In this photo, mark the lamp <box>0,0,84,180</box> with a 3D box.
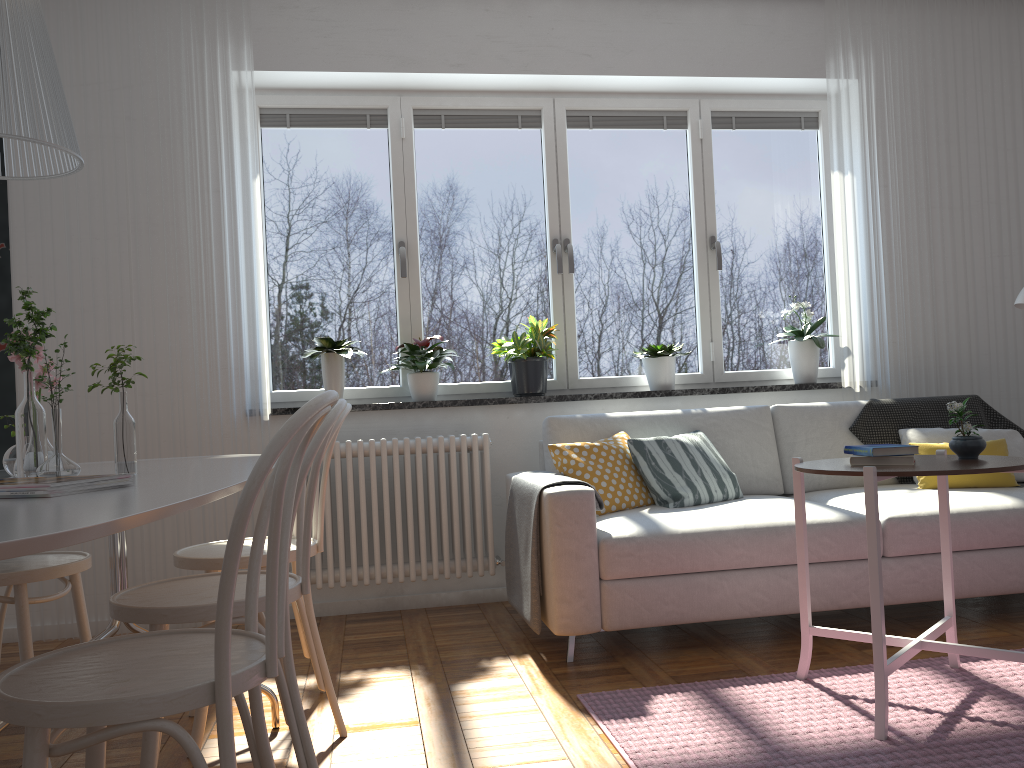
[{"bbox_3d":[-0.970,-1.152,1.607,0.293,1.496,0.293,-3,-1,36],"label":"lamp"}]

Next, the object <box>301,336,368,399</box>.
[{"bbox_3d":[-0.800,-0.060,4.034,0.292,0.315,0.354,-2,-1,-18],"label":"object"}]

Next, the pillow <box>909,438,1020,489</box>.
[{"bbox_3d":[1.875,0.332,3.690,0.401,0.194,0.211,-3,-1,8],"label":"pillow"}]

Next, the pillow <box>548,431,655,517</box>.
[{"bbox_3d":[0.390,0.359,3.606,0.464,0.317,0.313,-2,-2,-41],"label":"pillow"}]

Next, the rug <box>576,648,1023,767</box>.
[{"bbox_3d":[1.596,0.844,1.710,2.457,0.008,2.367,-3,-2,-9],"label":"rug"}]

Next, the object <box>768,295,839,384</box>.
[{"bbox_3d":[1.455,-0.219,4.505,0.286,0.444,0.340,-2,-1,-21],"label":"object"}]

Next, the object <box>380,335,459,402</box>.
[{"bbox_3d":[-0.416,-0.071,4.151,0.380,0.308,0.371,-2,-2,-35],"label":"object"}]

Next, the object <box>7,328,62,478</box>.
[{"bbox_3d":[-1.107,0.042,2.070,0.111,0.348,0.108,-2,-1,-40],"label":"object"}]

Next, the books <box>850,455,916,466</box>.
[{"bbox_3d":[1.057,0.211,2.524,0.162,0.026,0.209,-4,-2,26],"label":"books"}]

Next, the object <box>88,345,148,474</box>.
[{"bbox_3d":[-0.881,0.057,2.006,0.146,0.294,0.098,-3,-1,24],"label":"object"}]

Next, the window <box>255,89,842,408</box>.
[{"bbox_3d":[0.243,-0.698,4.385,3.020,1.510,0.151,-3,-1,-9],"label":"window"}]

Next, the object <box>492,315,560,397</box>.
[{"bbox_3d":[0.063,-0.131,4.202,0.333,0.384,0.299,-3,-1,6],"label":"object"}]

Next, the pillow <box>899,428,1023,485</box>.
[{"bbox_3d":[1.995,0.315,3.863,0.532,0.259,0.301,-3,-1,4],"label":"pillow"}]

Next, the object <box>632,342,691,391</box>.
[{"bbox_3d":[0.727,-0.086,4.330,0.267,0.237,0.284,-2,-1,-28],"label":"object"}]

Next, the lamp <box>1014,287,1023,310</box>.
[{"bbox_3d":[0.941,0.237,2.740,4.590,1.346,0.332,-1,-1,-40],"label":"lamp"}]

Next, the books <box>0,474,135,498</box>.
[{"bbox_3d":[-0.824,0.175,1.512,0.278,0.022,0.204,-3,-2,17],"label":"books"}]

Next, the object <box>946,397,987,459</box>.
[{"bbox_3d":[1.287,0.125,2.518,0.108,0.174,0.096,-2,-1,-31],"label":"object"}]

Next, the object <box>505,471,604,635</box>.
[{"bbox_3d":[0.147,0.614,3.382,0.288,0.533,0.608,-3,-1,-9],"label":"object"}]

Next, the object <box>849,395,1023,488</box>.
[{"bbox_3d":[2.073,0.370,4.028,0.978,0.648,0.677,-2,-2,-40],"label":"object"}]

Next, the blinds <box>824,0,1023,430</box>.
[{"bbox_3d":[2.225,-0.552,4.424,1.292,2.886,0.055,-3,-1,-9],"label":"blinds"}]

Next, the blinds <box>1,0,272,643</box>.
[{"bbox_3d":[-1.588,-0.385,3.798,1.037,2.886,0.055,-3,-1,-9],"label":"blinds"}]

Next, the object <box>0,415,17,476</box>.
[{"bbox_3d":[-1.213,0.150,2.178,0.112,0.151,0.087,-3,-1,13],"label":"object"}]

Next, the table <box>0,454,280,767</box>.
[{"bbox_3d":[-0.954,0.586,1.795,0.931,0.769,2.290,-3,-2,-9],"label":"table"}]

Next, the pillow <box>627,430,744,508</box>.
[{"bbox_3d":[0.722,0.342,3.645,0.469,0.288,0.309,-2,-2,-38],"label":"pillow"}]

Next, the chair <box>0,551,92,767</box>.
[{"bbox_3d":[-1.453,0.557,2.487,0.520,0.917,0.448,-3,-1,-4],"label":"chair"}]

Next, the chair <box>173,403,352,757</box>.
[{"bbox_3d":[0.732,0.261,3.233,3.693,1.342,0.448,-2,-1,-24],"label":"chair"}]

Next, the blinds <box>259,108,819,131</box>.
[{"bbox_3d":[0.207,-1.317,4.427,2.844,0.098,0.015,-3,-1,-9],"label":"blinds"}]

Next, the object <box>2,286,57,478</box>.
[{"bbox_3d":[-1.032,-0.002,1.907,0.107,0.419,0.111,-2,-1,-21],"label":"object"}]

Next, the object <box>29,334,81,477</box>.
[{"bbox_3d":[-0.955,0.049,1.858,0.084,0.308,0.084,-3,-1,36],"label":"object"}]

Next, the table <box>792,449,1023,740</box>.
[{"bbox_3d":[1.135,0.549,2.493,0.617,0.687,0.618,-3,-1,-11],"label":"table"}]

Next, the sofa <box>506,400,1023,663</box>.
[{"bbox_3d":[1.255,0.501,3.659,2.461,0.842,1.004,-3,-1,-9],"label":"sofa"}]

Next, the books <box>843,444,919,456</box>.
[{"bbox_3d":[1.041,0.186,2.506,0.136,0.024,0.175,-3,-2,-4],"label":"books"}]

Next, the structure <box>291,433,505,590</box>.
[{"bbox_3d":[-0.530,0.549,3.909,0.972,0.623,0.224,-3,-1,-9],"label":"structure"}]
